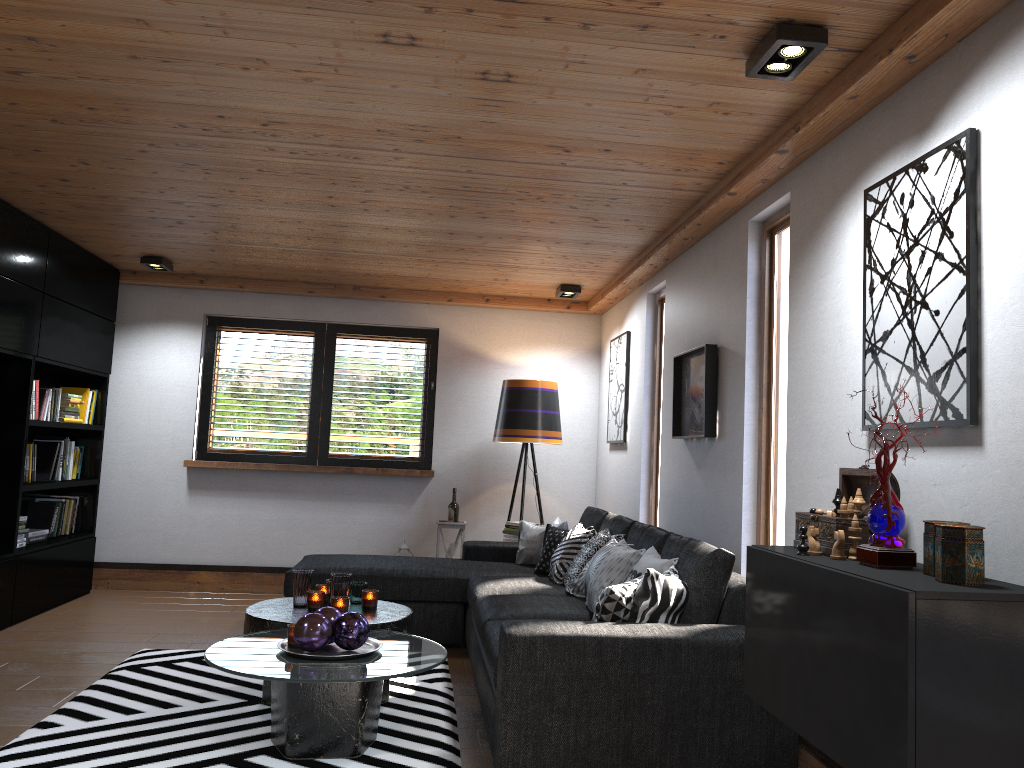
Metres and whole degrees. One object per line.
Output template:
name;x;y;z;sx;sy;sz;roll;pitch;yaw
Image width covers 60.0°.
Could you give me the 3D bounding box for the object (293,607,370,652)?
object;-0.702;0.937;3.397;0.287;0.143;0.261;5;-5;-23

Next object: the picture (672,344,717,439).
picture;0.931;0.052;4.551;0.066;0.451;0.556;3;-5;-6

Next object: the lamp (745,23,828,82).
lamp;0.815;-0.995;2.647;0.156;0.068;0.260;3;-5;-6

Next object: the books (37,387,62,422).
books;-3.153;0.131;5.874;0.183;0.233;0.283;3;-5;-3

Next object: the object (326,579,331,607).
object;-0.819;0.983;4.162;0.114;0.122;0.112;6;-6;-30

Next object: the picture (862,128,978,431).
picture;1.163;-0.262;2.566;0.020;0.783;0.560;3;-5;-6

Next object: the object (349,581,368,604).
object;-0.744;1.007;4.264;0.092;0.099;0.093;0;-6;31

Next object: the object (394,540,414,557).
object;-0.825;1.407;6.713;0.254;0.463;0.250;3;-5;-6

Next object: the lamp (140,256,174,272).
lamp;-2.495;-0.851;6.236;0.156;0.068;0.260;3;-5;-6

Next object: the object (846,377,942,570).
object;1.011;0.233;2.367;0.152;0.505;0.323;3;-5;-6

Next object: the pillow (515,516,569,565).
pillow;0.212;1.019;5.651;0.219;0.347;0.561;5;-6;-26

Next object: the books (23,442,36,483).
books;-3.133;0.483;5.587;0.210;0.270;0.236;3;-5;-6

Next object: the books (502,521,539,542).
books;0.080;1.104;6.552;0.221;0.159;0.253;7;-6;-39

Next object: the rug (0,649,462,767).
rug;-1.030;1.355;3.441;1.666;0.020;2.889;3;-5;-6

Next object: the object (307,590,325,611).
object;-0.896;0.990;4.045;0.079;0.081;0.079;2;-5;9

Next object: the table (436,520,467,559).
table;-0.475;1.348;6.710;0.227;0.609;0.224;3;-5;-6

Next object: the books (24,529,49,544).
books;-3.181;0.988;5.754;0.210;0.073;0.265;3;-5;-3

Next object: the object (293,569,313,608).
object;-0.975;0.949;4.111;0.095;0.168;0.093;6;-6;-35

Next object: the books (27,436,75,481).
books;-3.163;0.505;6.022;0.222;0.296;0.343;3;-5;-6

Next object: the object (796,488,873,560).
object;0.932;0.402;2.603;0.202;0.197;0.355;2;-5;6

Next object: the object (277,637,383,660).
object;-0.693;1.002;3.379;0.393;0.022;0.396;2;-5;13

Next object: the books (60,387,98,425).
books;-3.151;0.161;6.423;0.213;0.261;0.209;3;-5;-6

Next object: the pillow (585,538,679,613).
pillow;0.512;0.877;3.903;0.285;0.329;0.722;4;-5;-16

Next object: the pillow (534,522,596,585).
pillow;0.337;0.990;5.162;0.312;0.364;0.664;4;-5;-11

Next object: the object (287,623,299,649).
object;-0.822;0.965;3.395;0.079;0.081;0.079;2;-5;9

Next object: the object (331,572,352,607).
object;-0.786;0.952;4.051;0.095;0.168;0.093;6;-6;-35

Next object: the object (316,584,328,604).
object;-0.902;1.006;4.248;0.079;0.081;0.079;2;-5;9

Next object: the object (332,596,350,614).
object;-0.760;0.986;3.921;0.079;0.081;0.079;2;-5;9

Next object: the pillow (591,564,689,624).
pillow;0.502;0.856;3.372;0.296;0.346;0.541;-2;-7;45

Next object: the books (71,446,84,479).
books;-3.210;0.560;6.338;0.189;0.238;0.288;3;-5;-7

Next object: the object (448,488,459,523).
object;-0.444;0.935;6.747;0.088;0.287;0.086;8;-7;-43

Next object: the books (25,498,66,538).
books;-3.222;0.924;6.115;0.207;0.256;0.243;3;-5;-7

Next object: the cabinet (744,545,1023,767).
cabinet;0.962;0.718;2.355;0.359;0.469;0.951;3;-5;-6

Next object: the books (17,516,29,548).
books;-3.134;0.905;5.408;0.259;0.188;0.302;3;-5;1

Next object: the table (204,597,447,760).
table;-0.730;1.193;3.672;0.898;0.372;1.518;3;-5;-5

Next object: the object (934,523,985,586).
object;1.042;0.396;2.065;0.109;0.135;0.096;4;-5;-16

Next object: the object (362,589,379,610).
object;-0.664;1.008;4.145;0.079;0.081;0.079;2;-5;9

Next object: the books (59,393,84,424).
books;-3.149;0.169;6.160;0.261;0.197;0.295;3;-5;-3

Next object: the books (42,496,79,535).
books;-3.243;0.937;6.321;0.213;0.261;0.251;3;-5;-6

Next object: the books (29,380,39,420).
books;-3.044;0.079;5.416;0.208;0.270;0.239;3;-5;-6

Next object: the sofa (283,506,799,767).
sofa;-0.193;1.072;4.462;2.094;0.819;3.077;3;-5;-6

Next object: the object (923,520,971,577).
object;1.075;0.408;2.194;0.107;0.135;0.097;0;-6;25

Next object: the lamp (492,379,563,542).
lamp;0.589;0.873;6.844;1.644;1.701;0.518;5;-6;-28

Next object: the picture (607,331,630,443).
picture;0.770;0.037;6.450;0.020;0.783;0.560;3;-5;-6

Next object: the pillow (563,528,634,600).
pillow;0.434;0.941;4.541;0.276;0.356;0.725;3;-5;-6

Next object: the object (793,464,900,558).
object;0.997;0.374;2.667;0.210;0.271;0.286;3;-5;-6

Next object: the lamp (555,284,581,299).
lamp;0.417;-0.692;6.585;0.156;0.068;0.260;3;-5;-6
